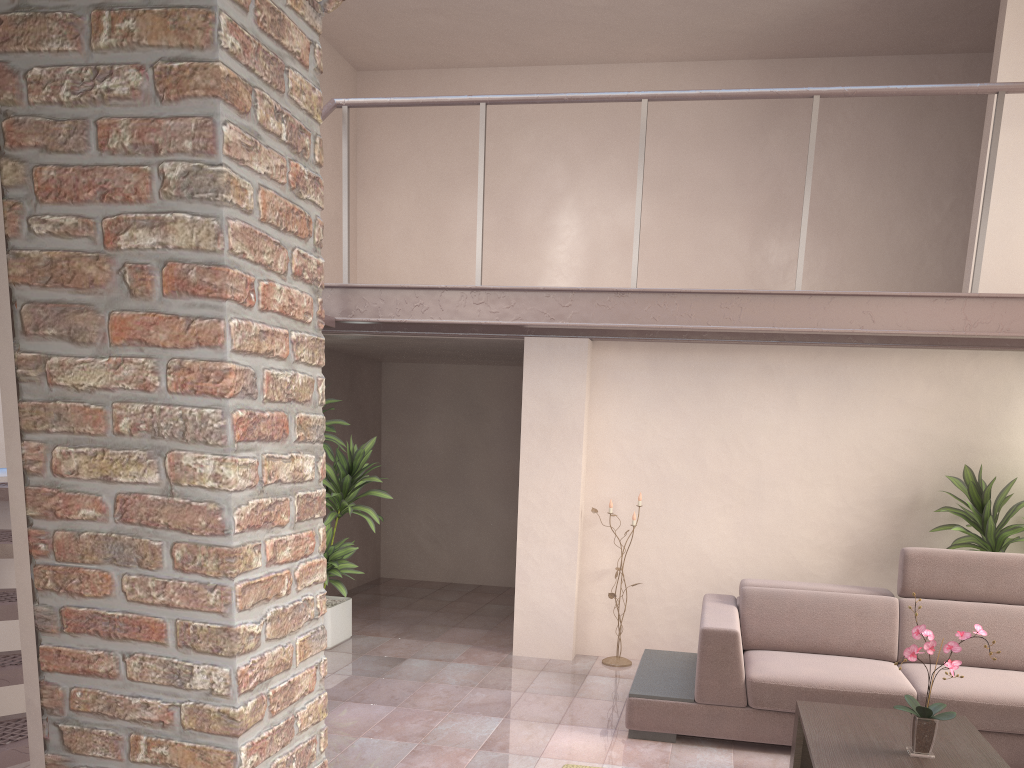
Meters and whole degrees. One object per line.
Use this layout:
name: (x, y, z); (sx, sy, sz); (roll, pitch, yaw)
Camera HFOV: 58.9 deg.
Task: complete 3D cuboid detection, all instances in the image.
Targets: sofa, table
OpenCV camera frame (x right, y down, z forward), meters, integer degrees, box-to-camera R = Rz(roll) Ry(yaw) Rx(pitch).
sofa: (2.068, 1.301, 3.996); (3.103, 0.980, 2.138); (2, 0, 11)
table: (1.453, 1.550, 3.390); (0.693, 0.360, 1.186); (3, -2, 13)

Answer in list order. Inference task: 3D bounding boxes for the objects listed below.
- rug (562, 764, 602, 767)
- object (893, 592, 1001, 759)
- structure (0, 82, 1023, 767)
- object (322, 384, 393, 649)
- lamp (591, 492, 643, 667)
rug: (1.145, 1.717, 3.480); (2.050, 0.009, 0.852); (2, -3, 11)
object: (1.517, 1.065, 3.264); (0.297, 0.620, 0.358); (3, 8, 7)
structure: (1.268, 0.094, 3.734); (7.079, 3.354, 3.724); (2, 4, 11)
object: (-1.330, 0.791, 5.942); (1.050, 1.946, 0.954); (7, 10, 29)
lamp: (0.661, 1.248, 5.818); (0.323, 1.174, 0.235); (12, 15, 44)
